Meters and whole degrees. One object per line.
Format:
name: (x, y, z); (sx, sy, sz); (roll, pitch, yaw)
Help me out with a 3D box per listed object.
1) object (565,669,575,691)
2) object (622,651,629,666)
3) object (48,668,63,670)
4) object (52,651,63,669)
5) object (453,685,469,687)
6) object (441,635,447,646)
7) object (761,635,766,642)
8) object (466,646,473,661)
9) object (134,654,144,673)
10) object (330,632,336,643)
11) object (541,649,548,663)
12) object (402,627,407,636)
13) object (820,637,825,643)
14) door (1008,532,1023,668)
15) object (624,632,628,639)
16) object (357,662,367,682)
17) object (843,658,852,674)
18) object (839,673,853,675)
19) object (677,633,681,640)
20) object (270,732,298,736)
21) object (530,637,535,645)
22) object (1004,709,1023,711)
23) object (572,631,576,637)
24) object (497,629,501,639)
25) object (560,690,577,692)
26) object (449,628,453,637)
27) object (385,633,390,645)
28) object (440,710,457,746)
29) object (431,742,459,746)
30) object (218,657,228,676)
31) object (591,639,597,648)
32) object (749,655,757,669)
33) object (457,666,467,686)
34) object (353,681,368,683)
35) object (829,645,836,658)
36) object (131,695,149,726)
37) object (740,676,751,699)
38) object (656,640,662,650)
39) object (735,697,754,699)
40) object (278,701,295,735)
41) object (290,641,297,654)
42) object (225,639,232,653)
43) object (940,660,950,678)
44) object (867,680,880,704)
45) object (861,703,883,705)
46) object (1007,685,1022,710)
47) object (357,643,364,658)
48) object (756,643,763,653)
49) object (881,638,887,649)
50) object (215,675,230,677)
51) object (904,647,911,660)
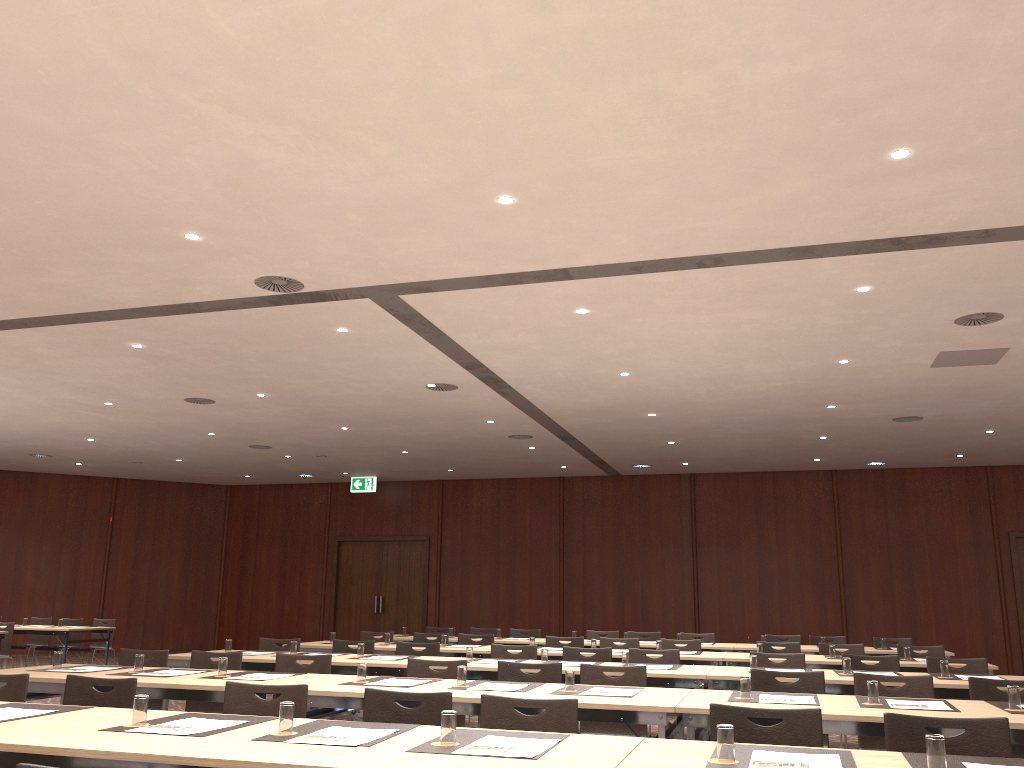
object: (0.331, 1.692, 5.066); (0.054, 0.113, 0.054); (11, -17, -39)
object: (0.884, 2.146, 6.924); (0.054, 0.113, 0.054); (11, -17, -39)
object: (-3.097, 1.937, 6.027); (0.102, 0.001, 0.102); (-6, -15, 27)
object: (-3.094, 1.882, 6.039); (0.054, 0.113, 0.054); (5, -14, -17)
object: (-0.303, 1.783, 5.232); (0.102, 0.001, 0.102); (0, -14, 5)
object: (-0.724, 2.728, 9.432); (0.054, 0.113, 0.054); (11, -17, -39)
object: (2.946, 3.007, 10.394); (0.054, 0.113, 0.054); (11, -17, -39)
object: (-0.348, 2.216, 7.283); (0.054, 0.113, 0.054); (11, -17, -39)
object: (-2.464, 1.846, 5.859); (0.054, 0.113, 0.054); (11, -17, -39)
object: (-1.978, 2.796, 9.785); (0.054, 0.113, 0.054); (5, -14, -17)
object: (0.261, 2.184, 7.116); (0.054, 0.113, 0.054); (11, -17, -39)
object: (-1.414, 3.251, 11.647); (0.054, 0.113, 0.054); (5, -14, -17)
object: (3.582, 2.972, 10.215); (0.054, 0.113, 0.054); (11, -17, -39)
door: (10.773, 4.128, 16.585); (2.423, 2.693, 0.201); (-3, -14, 16)
object: (1.395, 3.095, 10.846); (0.054, 0.113, 0.054); (11, -17, -39)
object: (-0.917, 1.759, 5.410); (0.054, 0.113, 0.054); (11, -17, -39)
object: (2.449, 2.060, 6.481); (0.054, 0.113, 0.054); (11, -17, -39)
object: (2.431, 2.115, 6.465); (0.102, 0.001, 0.102); (0, -14, 5)
object: (2.009, 3.061, 10.670); (0.054, 0.113, 0.054); (11, -17, -39)
object: (-0.867, 1.327, 3.367); (0.102, 0.001, 0.102); (0, -14, 5)
object: (0.208, 2.671, 9.146); (0.054, 0.113, 0.054); (11, -17, -39)
object: (2.507, 1.622, 4.411); (0.102, 0.001, 0.102); (-6, -15, 27)
object: (0.773, 3.130, 11.025); (0.054, 0.113, 0.054); (11, -17, -39)
object: (-0.169, 3.180, 11.284); (0.054, 0.113, 0.054); (11, -17, -39)
object: (0.322, 1.747, 5.048); (0.102, 0.001, 0.102); (0, -14, 5)
object: (-0.791, 3.218, 11.473); (0.054, 0.113, 0.054); (11, -17, -39)
object: (-1.348, 2.759, 9.597); (0.054, 0.113, 0.054); (11, -17, -39)
object: (-0.227, 1.231, 3.177); (0.054, 0.113, 0.054); (11, -17, -39)
object: (-0.239, 1.290, 3.177); (0.102, 0.001, 0.102); (0, -14, 5)
object: (-1.856, 1.814, 5.692); (0.054, 0.113, 0.054); (11, -17, -39)
object: (0.827, 2.636, 8.967); (0.054, 0.113, 0.054); (11, -17, -39)
object: (1.811, 2.093, 6.652); (0.054, 0.113, 0.054); (11, -17, -39)
object: (-0.297, 1.728, 5.247); (0.054, 0.113, 0.054); (11, -17, -39)
object: (-0.921, 1.815, 5.400); (0.102, 0.001, 0.102); (0, -14, 5)
object: (3.017, 2.517, 8.351); (0.054, 0.113, 0.054); (11, -17, -39)
object: (-1.484, 1.302, 3.541); (0.054, 0.113, 0.054); (11, -17, -39)
object: (1.261, 1.638, 4.789); (0.054, 0.113, 0.054); (11, -17, -39)
object: (1.457, 2.602, 8.789); (0.054, 0.113, 0.054); (11, -17, -39)
object: (1.253, 1.696, 4.786); (0.102, 0.001, 0.102); (0, -14, 5)
object: (-0.858, 1.269, 3.371); (0.054, 0.113, 0.054); (11, -17, -39)
object: (-1.905, 2.305, 7.736); (0.054, 0.113, 0.054); (11, -17, -39)
object: (-2.528, 2.337, 7.905); (0.054, 0.113, 0.054); (5, -14, -17)
object: (3.075, 2.024, 6.300); (0.054, 0.113, 0.054); (5, -14, -17)
object: (1.878, 1.603, 4.612); (0.054, 0.113, 0.054); (11, -17, -39)
object: (1.865, 1.657, 4.593); (0.102, 0.001, 0.102); (0, -14, 5)
object: (2.513, 1.569, 4.436); (0.054, 0.113, 0.054); (5, -14, -17)
object: (-1.288, 2.269, 7.553); (0.054, 0.113, 0.054); (11, -17, -39)
object: (2.381, 2.550, 8.525); (0.054, 0.113, 0.054); (11, -17, -39)
object: (4.205, 2.936, 10.032); (0.054, 0.113, 0.054); (5, -14, -17)
object: (-1.849, 1.868, 5.669); (0.102, 0.001, 0.102); (0, -14, 5)
object: (3.640, 2.479, 8.162); (0.054, 0.113, 0.054); (5, -14, -17)
